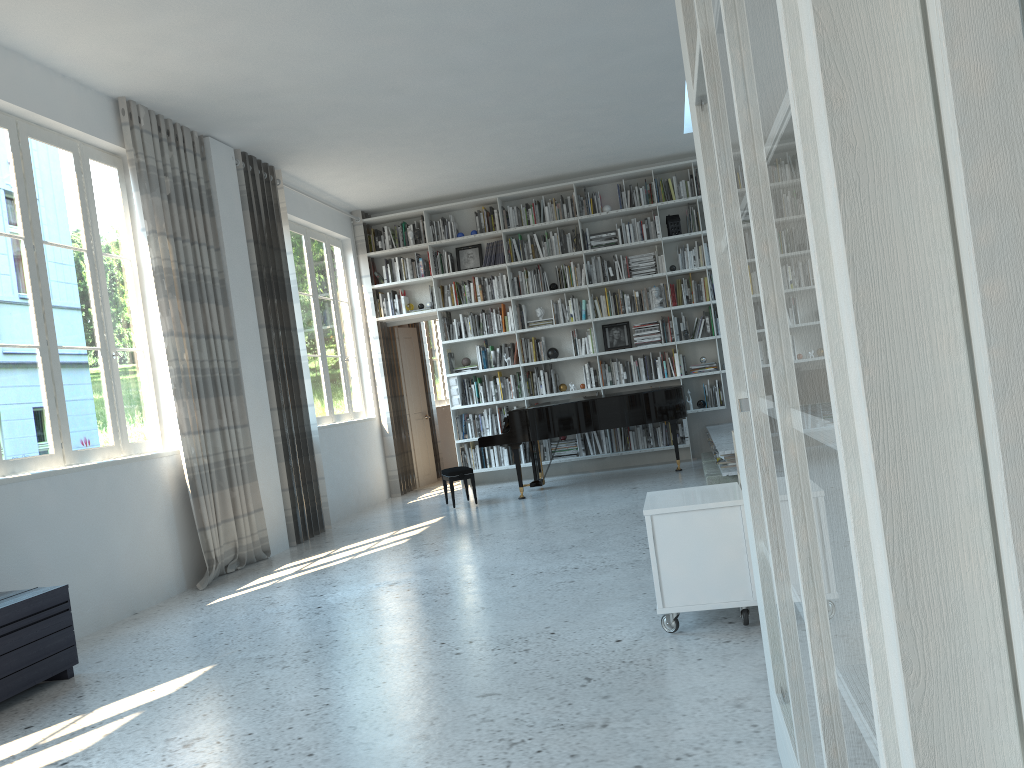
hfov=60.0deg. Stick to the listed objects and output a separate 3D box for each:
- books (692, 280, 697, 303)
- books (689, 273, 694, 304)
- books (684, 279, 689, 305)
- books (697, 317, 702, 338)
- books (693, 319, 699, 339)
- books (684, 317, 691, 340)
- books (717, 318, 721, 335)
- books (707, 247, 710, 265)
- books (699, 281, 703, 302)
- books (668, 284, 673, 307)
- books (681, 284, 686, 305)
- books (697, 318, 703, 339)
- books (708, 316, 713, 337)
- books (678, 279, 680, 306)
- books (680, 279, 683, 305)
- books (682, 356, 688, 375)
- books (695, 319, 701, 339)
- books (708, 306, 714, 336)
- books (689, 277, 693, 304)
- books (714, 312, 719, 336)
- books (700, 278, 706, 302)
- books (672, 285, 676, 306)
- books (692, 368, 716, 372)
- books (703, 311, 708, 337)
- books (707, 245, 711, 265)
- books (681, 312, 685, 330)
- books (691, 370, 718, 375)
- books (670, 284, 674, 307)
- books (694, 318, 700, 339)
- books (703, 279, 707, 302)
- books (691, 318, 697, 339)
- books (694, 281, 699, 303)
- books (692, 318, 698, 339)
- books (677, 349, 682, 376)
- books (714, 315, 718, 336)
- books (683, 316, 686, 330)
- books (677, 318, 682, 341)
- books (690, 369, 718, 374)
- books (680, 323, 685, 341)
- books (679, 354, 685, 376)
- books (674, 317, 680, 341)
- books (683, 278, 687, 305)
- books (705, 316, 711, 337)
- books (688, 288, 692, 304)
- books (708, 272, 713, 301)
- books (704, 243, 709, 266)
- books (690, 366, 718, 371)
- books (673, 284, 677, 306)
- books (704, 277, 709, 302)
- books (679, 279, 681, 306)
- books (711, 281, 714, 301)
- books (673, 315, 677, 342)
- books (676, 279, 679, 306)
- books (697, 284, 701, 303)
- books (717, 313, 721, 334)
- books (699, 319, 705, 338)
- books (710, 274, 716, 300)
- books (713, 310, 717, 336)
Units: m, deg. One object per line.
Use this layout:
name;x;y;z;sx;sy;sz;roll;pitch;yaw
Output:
books;1.947;-0.973;9.486;0.033;0.253;0.174;-8;0;10
books;1.923;-1.013;9.486;0.021;0.337;0.169;-8;0;10
books;1.874;-0.976;9.514;0.035;0.278;0.139;-8;0;10
books;2.005;-0.602;9.488;0.094;0.238;0.149;-8;0;10
books;1.963;-0.581;9.482;0.089;0.210;0.175;-8;0;10
books;1.883;-0.591;9.519;0.035;0.248;0.140;-8;0;10
books;2.200;-0.605;9.454;0.015;0.188;0.168;-8;0;10
books;2.097;-1.345;9.463;0.013;0.210;0.140;-8;0;10
books;2.020;-0.977;9.475;0.028;0.239;0.145;-8;0;10
books;1.707;-0.941;9.539;0.014;0.254;0.161;-8;0;10
books;1.838;-0.948;9.501;0.015;0.232;0.180;-8;0;10
books;2.012;-0.590;9.497;0.090;0.215;0.139;-8;0;10
books;2.116;-0.613;9.461;0.021;0.226;0.148;-8;0;10
books;1.791;-0.972;9.518;0.035;0.293;0.145;-8;0;10
books;1.816;-0.975;9.514;0.035;0.293;0.145;-8;0;10
books;1.859;-0.199;9.537;0.030;0.210;0.136;-8;0;10
books;1.992;-0.586;9.493;0.090;0.212;0.143;-8;0;10
books;2.126;-0.664;9.455;0.014;0.325;0.182;-8;0;10
books;1.910;-0.989;9.470;0.019;0.293;0.182;-8;0;10
books;2.181;-0.642;9.446;0.010;0.266;0.158;-8;0;10
books;2.040;-0.993;9.466;0.032;0.266;0.143;-8;0;10
books;1.739;-0.940;9.533;0.014;0.244;0.145;-8;0;10
books;2.046;-0.150;9.439;0.254;0.012;0.161;-8;0;17
books;2.069;-0.636;9.478;0.013;0.286;0.138;-8;0;10
books;2.115;-1.364;9.455;0.030;0.242;0.138;-8;0;10
books;1.842;-0.615;9.516;0.013;0.307;0.141;-8;0;10
books;2.049;-0.126;9.437;0.285;0.012;0.159;-8;0;14
books;1.722;-0.944;9.538;0.015;0.255;0.150;-8;0;10
books;1.981;-0.591;9.499;0.095;0.226;0.144;-8;0;10
books;2.062;-0.987;9.477;0.019;0.248;0.149;-8;0;10
books;1.944;-0.587;9.481;0.095;0.228;0.190;-8;0;10
books;1.966;-0.971;9.458;0.027;0.242;0.188;-8;0;10
books;1.957;-0.586;9.498;0.088;0.220;0.138;-8;0;10
books;1.806;-0.230;9.544;0.012;0.285;0.159;-8;0;10
books;2.175;-0.621;9.454;0.012;0.226;0.147;-8;0;10
books;1.859;-0.597;9.523;0.012;0.266;0.157;-8;0;10
books;1.800;-0.582;9.530;0.028;0.253;0.142;-8;0;10
books;2.048;-0.138;9.442;0.285;0.012;0.159;-8;0;16
books;1.827;-0.555;9.505;0.027;0.192;0.182;-8;0;10
books;1.829;-0.204;9.540;0.027;0.229;0.141;-8;0;10
books;1.775;-0.584;9.538;0.024;0.263;0.154;-8;0;10
books;1.850;-0.981;9.495;0.019;0.294;0.163;-8;0;10
books;2.090;-0.608;9.454;0.029;0.223;0.171;-8;0;10
books;1.906;-0.931;9.513;0.030;0.181;0.131;-8;0;10
books;2.114;-1.030;9.439;0.006;0.319;0.164;-8;0;10
books;2.069;-1.362;9.440;0.028;0.251;0.190;-8;0;10
books;2.044;-0.162;9.437;0.285;0.012;0.159;-8;0;14
books;1.756;-0.944;9.542;0.013;0.247;0.176;-8;0;10
books;2.079;-1.000;9.471;0.033;0.268;0.141;-8;0;10
books;1.801;-0.973;9.501;0.035;0.293;0.145;-8;0;10
books;2.134;-0.983;9.451;0.015;0.220;0.154;-8;0;10
books;1.756;-0.592;9.541;0.012;0.285;0.159;-8;0;10
books;1.777;-0.970;9.510;0.035;0.293;0.145;-8;0;10
books;1.994;-0.956;9.461;0.034;0.204;0.181;-8;0;10
books;2.211;-0.633;9.460;0.011;0.239;0.136;-8;0;10
books;2.024;-0.586;9.484;0.091;0.205;0.169;-8;0;10
books;2.148;-1.019;9.438;0.035;0.288;0.191;-8;0;10
books;2.160;-0.655;9.469;0.014;0.298;0.147;-8;0;10
